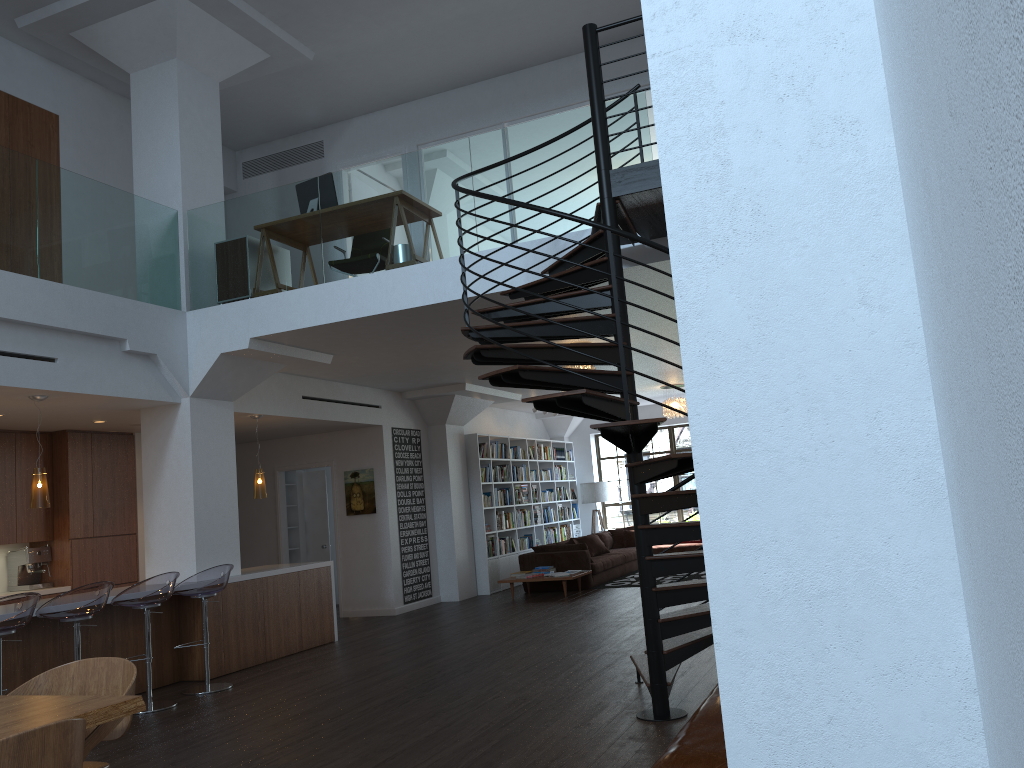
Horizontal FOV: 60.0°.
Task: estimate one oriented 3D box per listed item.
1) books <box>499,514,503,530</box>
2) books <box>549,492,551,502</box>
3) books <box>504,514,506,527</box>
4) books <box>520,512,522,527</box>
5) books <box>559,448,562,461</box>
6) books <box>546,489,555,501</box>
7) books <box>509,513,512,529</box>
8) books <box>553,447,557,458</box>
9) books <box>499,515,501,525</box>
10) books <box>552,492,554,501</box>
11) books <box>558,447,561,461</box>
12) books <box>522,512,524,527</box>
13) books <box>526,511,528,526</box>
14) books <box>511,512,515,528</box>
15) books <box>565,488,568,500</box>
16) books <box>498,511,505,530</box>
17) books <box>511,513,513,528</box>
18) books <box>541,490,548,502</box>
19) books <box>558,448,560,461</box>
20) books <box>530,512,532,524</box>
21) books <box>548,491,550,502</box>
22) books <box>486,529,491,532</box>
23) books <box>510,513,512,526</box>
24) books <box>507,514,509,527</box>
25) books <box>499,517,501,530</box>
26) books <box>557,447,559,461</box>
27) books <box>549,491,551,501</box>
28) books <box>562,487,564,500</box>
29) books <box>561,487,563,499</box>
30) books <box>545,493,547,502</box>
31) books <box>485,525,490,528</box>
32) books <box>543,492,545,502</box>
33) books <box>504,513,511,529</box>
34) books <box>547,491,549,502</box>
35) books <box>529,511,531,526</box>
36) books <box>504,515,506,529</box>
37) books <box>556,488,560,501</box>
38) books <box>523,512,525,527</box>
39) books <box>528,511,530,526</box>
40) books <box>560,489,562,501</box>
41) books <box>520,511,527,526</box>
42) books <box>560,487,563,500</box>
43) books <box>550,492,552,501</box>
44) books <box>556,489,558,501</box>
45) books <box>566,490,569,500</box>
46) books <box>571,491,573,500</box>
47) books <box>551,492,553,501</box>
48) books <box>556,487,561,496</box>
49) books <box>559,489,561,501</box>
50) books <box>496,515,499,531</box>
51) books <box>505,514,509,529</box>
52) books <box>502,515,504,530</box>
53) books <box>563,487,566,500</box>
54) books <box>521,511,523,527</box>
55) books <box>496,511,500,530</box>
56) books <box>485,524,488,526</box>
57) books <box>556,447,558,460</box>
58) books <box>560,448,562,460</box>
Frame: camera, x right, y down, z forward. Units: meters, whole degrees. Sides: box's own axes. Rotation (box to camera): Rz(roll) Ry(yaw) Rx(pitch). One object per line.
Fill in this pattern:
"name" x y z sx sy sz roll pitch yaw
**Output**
"books" -0.234 2.190 14.040 0.171 0.246 0.057 -8 -8 22
"books" 0.632 2.058 16.157 0.128 0.178 0.021 -8 -8 22
"books" -0.190 2.210 14.191 0.174 0.240 0.045 -8 -8 22
"books" 0.069 2.255 14.743 0.183 0.253 0.034 -8 -8 21
"books" 0.848 1.352 16.988 0.183 0.253 0.042 -8 -8 22
"books" 0.709 2.051 16.356 0.140 0.231 0.042 -8 -8 22
"books" -0.104 2.215 14.336 0.183 0.253 0.034 -8 -8 22
"books" 0.754 1.334 16.792 0.183 0.253 0.042 -8 -8 22
"books" -0.254 2.189 13.998 0.159 0.241 0.038 -8 -8 22
"books" 0.704 2.078 16.291 0.106 0.162 0.032 -8 -8 22
"books" 0.827 1.349 16.950 0.183 0.253 0.042 -8 -8 22
"books" 0.101 2.266 14.814 0.171 0.246 0.057 -8 -8 21
"books" 0.175 2.278 14.999 0.180 0.259 0.060 -8 -8 21
"books" -0.051 2.227 14.461 0.183 0.253 0.034 -8 -8 22
"books" 0.961 2.112 16.989 0.174 0.236 0.142 -8 -8 21
"books" -0.206 2.176 14.119 0.176 0.290 0.053 -8 -8 22
"books" -0.085 2.230 14.406 0.174 0.240 0.045 -8 -8 22
"books" 0.565 2.030 16.017 0.140 0.206 0.042 -8 -8 22
"books" 0.808 1.345 16.911 0.183 0.253 0.042 -8 -8 22
"books" 0.249 2.311 15.187 0.168 0.231 0.037 -8 -8 21
"books" 0.610 2.044 16.121 0.127 0.200 0.020 -8 -8 22
"books" -0.445 2.253 13.566 0.197 0.035 0.284 -7 -8 12
"books" -0.094 2.219 14.368 0.183 0.253 0.034 -8 -8 22
"books" -0.136 2.221 14.275 0.168 0.231 0.037 -8 -8 22
"books" -0.255 2.200 13.949 0.144 0.207 0.048 -8 -8 22
"books" 0.794 1.341 16.870 0.183 0.253 0.042 -8 -8 22
"books" 0.636 2.058 16.183 0.134 0.184 0.030 -8 -8 22
"books" 0.887 2.085 16.830 0.180 0.259 0.042 -8 -8 22
"books" 0.874 2.086 16.792 0.160 0.251 0.039 -8 -8 22
"books" 0.562 2.045 15.953 0.106 0.162 0.030 -8 -8 22
"books" -0.455 2.186 13.571 0.174 0.032 0.254 -7 -8 17
"books" 0.522 2.034 15.886 0.109 0.171 0.017 -8 -8 22
"books" -0.120 2.213 14.307 0.183 0.253 0.034 -8 -8 22
"books" 0.586 2.041 16.051 0.139 0.191 0.036 -8 -8 22
"books" 0.224 2.300 15.126 0.174 0.240 0.045 -8 -8 21
"books" -0.186 2.213 14.151 0.161 0.223 0.026 -8 -8 22
"books" 0.796 2.069 16.581 0.174 0.240 0.054 -8 -8 22
"books" 0.125 2.277 14.887 0.174 0.240 0.045 -8 -8 21
"books" 0.208 2.290 15.091 0.183 0.253 0.034 -8 -8 21
"books" 0.847 2.092 16.721 0.161 0.223 0.033 -8 -8 22
"books" 0.150 2.272 14.920 0.183 0.253 0.034 -8 -8 21
"books" 0.861 2.084 16.755 0.171 0.246 0.039 -8 -8 22
"books" 0.663 2.067 16.220 0.109 0.171 0.018 -8 -8 22
"books" 0.757 2.059 16.518 0.160 0.251 0.031 -8 -8 22
"books" 0.991 2.131 17.036 0.161 0.207 0.135 -8 -8 21
"books" 1.091 2.148 17.278 0.161 0.218 0.101 -8 -8 22
"books" 0.688 2.074 16.270 0.120 0.167 0.020 -8 -8 22
"books" 0.829 2.074 16.689 0.183 0.253 0.042 -8 -8 22
"books" 0.830 2.084 16.648 0.161 0.223 0.032 -8 -8 22
"books" -0.305 2.173 13.868 0.189 0.247 0.057 -8 -8 22
"books" -0.150 2.209 14.230 0.171 0.246 0.057 -8 -8 22
"books" -0.216 2.206 14.077 0.161 0.223 0.027 -8 -8 22
"books" 0.926 2.095 16.907 0.183 0.253 0.042 -8 -8 22
"books" 0.086 2.258 14.772 0.183 0.253 0.034 -8 -8 21
"books" -0.272 2.150 13.911 0.140 0.298 0.044 -8 -8 22
"books" -0.455 2.158 13.579 0.144 0.025 0.204 -7 -8 12
"books" 0.777 1.337 16.830 0.183 0.253 0.042 -8 -8 22
"books" 0.860 1.357 17.031 0.183 0.253 0.042 -8 -8 22
